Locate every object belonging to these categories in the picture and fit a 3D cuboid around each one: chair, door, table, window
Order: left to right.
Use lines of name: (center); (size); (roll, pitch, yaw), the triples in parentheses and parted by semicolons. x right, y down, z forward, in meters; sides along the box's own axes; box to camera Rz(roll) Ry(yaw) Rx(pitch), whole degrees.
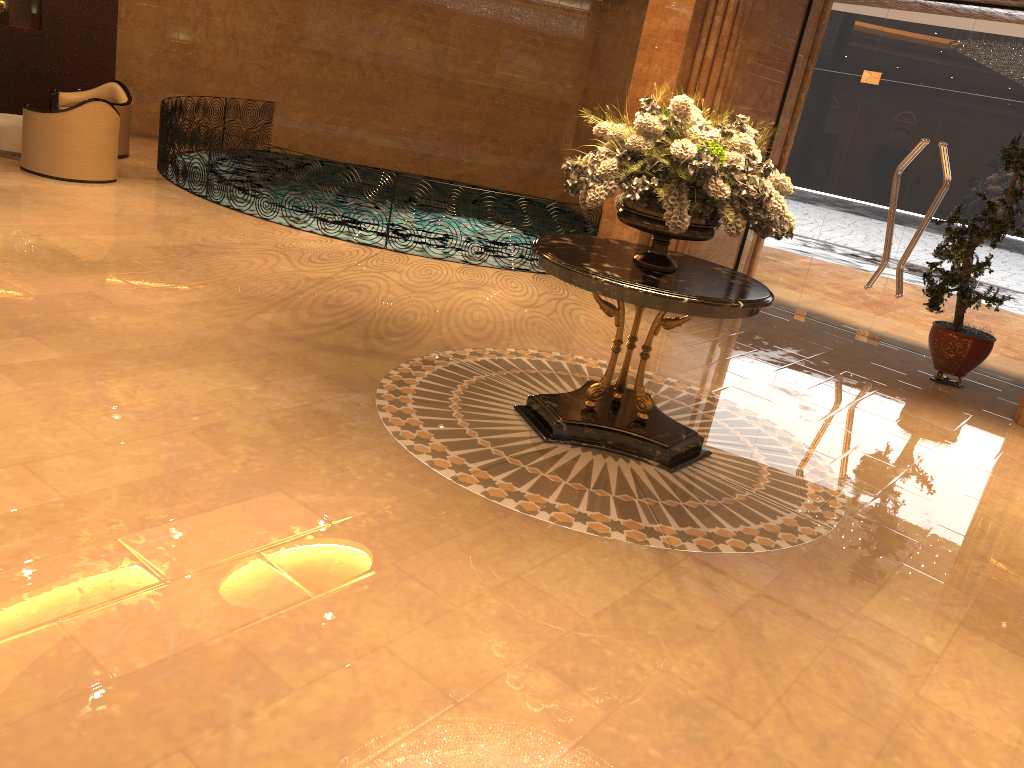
table: (-5.865, -2.965, 10.657); (1.196, 0.354, 1.196); (2, 21, -26)
chair: (-4.807, -2.756, 9.816); (0.769, 0.916, 0.951); (22, 22, 28)
chair: (-5.459, -3.532, 11.648); (0.951, 0.916, 0.769); (15, 19, 9)
table: (0.750, -0.223, 5.557); (1.493, 1.089, 1.493); (22, 21, 27)
door: (4.292, -1.809, 9.585); (1.880, 2.758, 0.195); (24, 23, 33)
window: (4.363, -2.159, 9.463); (3.515, 3.571, 0.047); (24, 23, 33)

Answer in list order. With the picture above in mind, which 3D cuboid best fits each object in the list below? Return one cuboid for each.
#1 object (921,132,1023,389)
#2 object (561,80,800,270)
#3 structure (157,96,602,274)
object: (4.339, -1.145, 8.333); (0.843, 2.363, 1.250); (17, 20, 15)
object: (0.983, -1.181, 5.217); (1.277, 0.999, 1.318); (3, 21, -23)
structure: (-2.665, -2.874, 11.855); (3.815, 0.995, 7.624); (-2, 23, -34)
